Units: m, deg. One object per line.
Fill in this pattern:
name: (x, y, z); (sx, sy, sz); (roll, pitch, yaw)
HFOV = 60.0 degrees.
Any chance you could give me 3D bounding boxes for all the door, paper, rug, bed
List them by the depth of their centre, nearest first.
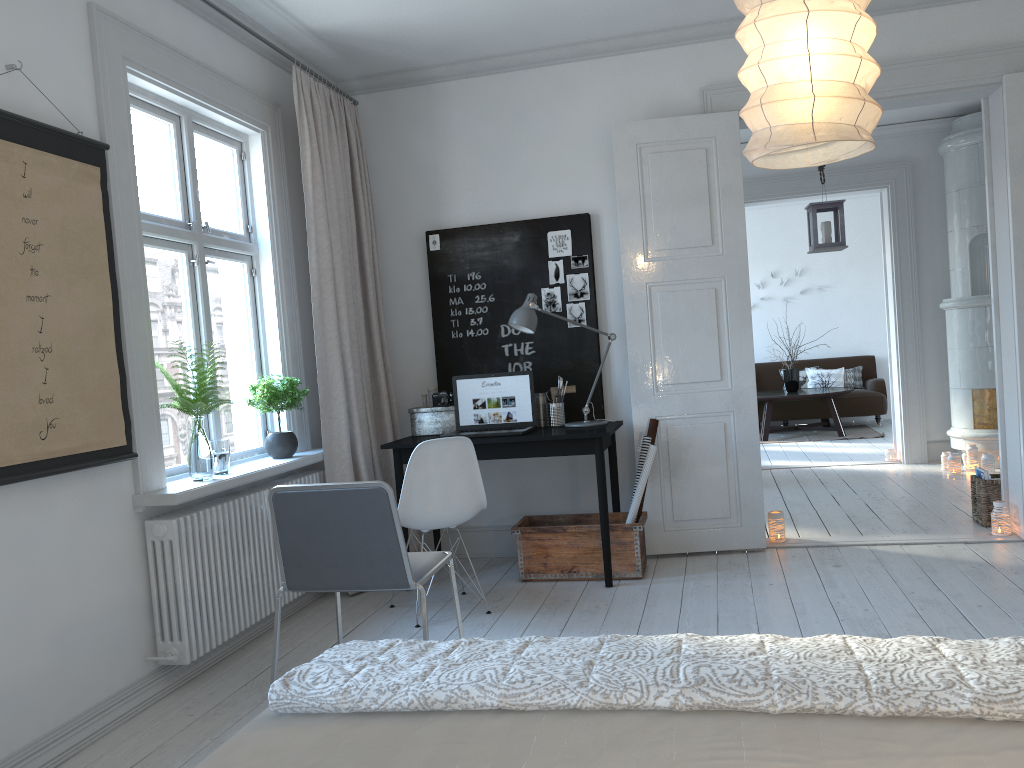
bed: (0.116, 0.591, 0.776); (1.889, 1.047, 2.174); (-4, 2, 13)
paper: (0.632, 0.633, 4.562); (0.283, 0.627, 0.041); (-5, 3, -9)
paper: (0.643, 0.613, 4.619); (0.266, 0.669, 0.043); (-6, 3, -32)
paper: (0.681, 0.565, 4.679); (0.297, 0.747, 0.048); (-6, 3, -32)
door: (1.934, -0.395, 4.747); (2.599, 2.507, 0.577); (-4, 3, 13)
door: (2.601, -0.533, 7.682); (2.599, 2.507, 0.577); (-4, 3, 13)
rug: (3.297, 0.565, 10.280); (1.710, 0.055, 1.454); (-4, 2, 13)

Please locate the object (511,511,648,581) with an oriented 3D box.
object: (0.365, 0.844, 4.605); (0.665, 0.282, 0.339); (-4, 2, 13)

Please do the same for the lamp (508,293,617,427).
lamp: (0.281, -0.128, 4.686); (0.616, 0.716, 0.230); (-5, 3, -16)

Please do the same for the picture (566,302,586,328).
picture: (0.358, -0.386, 4.932); (0.103, 0.136, 0.001); (-4, 3, 13)

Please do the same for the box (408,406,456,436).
box: (-0.403, 0.199, 4.915); (0.317, 0.152, 0.192); (-4, 2, 13)

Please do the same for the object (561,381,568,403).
object: (0.268, 0.106, 4.773); (0.084, 0.240, 0.009); (-5, 3, -10)

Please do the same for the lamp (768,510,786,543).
lamp: (1.475, 0.795, 4.942); (0.089, 0.166, 0.089); (-4, 2, 6)

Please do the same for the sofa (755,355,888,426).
sofa: (3.440, 0.134, 11.002); (2.165, 0.825, 0.967); (-4, 2, 13)

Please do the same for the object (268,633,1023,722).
object: (0.308, 0.514, 1.593); (1.460, 0.104, 0.404); (-4, 2, 13)

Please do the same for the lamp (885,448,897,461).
lamp: (3.255, 0.608, 7.621); (0.093, 0.110, 0.093); (-3, 3, 30)

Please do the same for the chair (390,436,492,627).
chair: (-0.356, 0.643, 4.100); (0.474, 0.825, 0.554); (-5, 3, -22)

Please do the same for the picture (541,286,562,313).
picture: (0.221, -0.469, 4.957); (0.107, 0.150, 0.001); (-4, 3, 13)

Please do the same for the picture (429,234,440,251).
picture: (-0.445, -0.812, 5.088); (0.061, 0.088, 0.004); (-4, 3, 10)

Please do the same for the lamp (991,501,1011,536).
lamp: (2.588, 0.712, 4.695); (0.093, 0.180, 0.092); (-5, 3, -4)

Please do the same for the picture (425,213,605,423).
picture: (0.012, -0.329, 5.045); (0.953, 1.173, 0.063); (-4, 3, 13)

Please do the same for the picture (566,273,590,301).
picture: (0.367, -0.540, 4.920); (0.121, 0.153, 0.002); (-4, 3, 13)

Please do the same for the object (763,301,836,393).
object: (3.304, -0.441, 10.121); (0.845, 1.067, 0.525); (-5, 3, -16)

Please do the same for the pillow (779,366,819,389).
pillow: (3.579, -0.034, 11.030); (0.473, 0.348, 0.158); (-4, 3, 11)

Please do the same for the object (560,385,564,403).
object: (0.259, 0.115, 4.781); (0.009, 0.222, 0.082); (-2, 4, 42)

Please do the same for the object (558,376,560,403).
object: (0.252, 0.091, 4.791); (0.008, 0.268, 0.060); (-3, 3, 30)

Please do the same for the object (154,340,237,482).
object: (-1.287, 0.108, 3.550); (0.304, 0.565, 0.414); (-7, 3, -43)

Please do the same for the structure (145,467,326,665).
structure: (-1.155, 0.742, 3.968); (0.195, 0.547, 1.504); (-4, 2, 13)

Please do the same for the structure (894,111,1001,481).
structure: (3.624, -0.669, 6.884); (1.247, 2.830, 0.800); (-6, 3, -32)

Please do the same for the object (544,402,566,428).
object: (0.234, 0.166, 4.785); (0.108, 0.128, 0.108); (-3, 3, 28)

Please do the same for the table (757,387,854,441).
table: (3.273, 0.342, 10.244); (1.300, 0.503, 1.299); (-4, 2, 3)

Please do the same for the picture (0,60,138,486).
picture: (-1.514, -0.363, 2.818); (0.057, 1.314, 0.792); (-4, 3, 13)

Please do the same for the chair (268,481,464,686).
chair: (-0.493, 0.698, 3.056); (0.562, 0.798, 0.524); (-4, 2, 13)

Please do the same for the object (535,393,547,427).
object: (0.160, 0.145, 4.873); (0.079, 0.188, 0.079); (-5, 3, -8)

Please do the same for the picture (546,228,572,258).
picture: (0.267, -0.785, 4.926); (0.147, 0.154, 0.004); (-4, 3, 13)

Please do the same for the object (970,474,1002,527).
object: (2.777, 0.654, 5.023); (0.270, 0.265, 0.223); (-4, 2, 13)

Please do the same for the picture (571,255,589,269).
picture: (0.375, -0.679, 4.910); (0.095, 0.071, 0.001); (-4, 3, 13)

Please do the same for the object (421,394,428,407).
object: (-0.489, 0.093, 4.970); (0.040, 0.069, 0.040); (-4, 2, 1)

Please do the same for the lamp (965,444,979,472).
lamp: (3.534, 0.569, 6.809); (0.098, 0.210, 0.098); (-4, 3, 17)

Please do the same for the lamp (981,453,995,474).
lamp: (3.523, 0.599, 6.561); (0.089, 0.166, 0.089); (-4, 3, 12)

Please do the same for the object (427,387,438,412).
object: (-0.450, 0.088, 4.894); (0.056, 0.130, 0.167); (-4, 2, 11)

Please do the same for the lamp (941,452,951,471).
lamp: (3.406, 0.607, 6.942); (0.084, 0.146, 0.084); (-4, 3, 17)

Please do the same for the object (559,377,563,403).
object: (0.257, 0.093, 4.790); (0.062, 0.264, 0.012); (-6, 3, -35)

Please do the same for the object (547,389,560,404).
object: (0.222, 0.126, 4.796); (0.081, 0.198, 0.050); (-2, 3, 38)

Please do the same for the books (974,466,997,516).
books: (2.763, 0.622, 5.025); (0.201, 0.300, 0.179); (-4, 3, 13)

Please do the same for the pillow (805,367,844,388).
pillow: (3.846, -0.060, 10.890); (0.471, 0.309, 0.188); (-4, 2, 14)

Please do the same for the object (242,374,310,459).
object: (-1.127, 0.153, 4.256); (0.309, 0.407, 0.271); (-6, 3, -27)

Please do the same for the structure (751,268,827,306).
structure: (3.496, -1.229, 11.376); (1.025, 0.478, 0.085); (-4, 3, 13)

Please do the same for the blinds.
blinds: (-0.801, -0.258, 4.734); (0.225, 2.649, 0.830); (-4, 3, 13)

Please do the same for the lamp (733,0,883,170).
lamp: (0.708, -1.183, 2.204); (0.339, 1.232, 0.340); (-2, 4, 44)

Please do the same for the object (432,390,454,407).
object: (-0.374, 0.080, 4.806); (0.137, 0.087, 0.073); (-4, 2, 13)

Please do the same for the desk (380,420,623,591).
desk: (0.000, 0.632, 4.674); (1.160, 0.759, 0.650); (-4, 2, 13)

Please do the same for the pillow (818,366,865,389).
pillow: (4.067, -0.066, 10.955); (0.542, 0.288, 0.182); (-4, 2, 14)

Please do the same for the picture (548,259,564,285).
picture: (0.247, -0.623, 4.942); (0.083, 0.146, 0.002); (-4, 3, 13)

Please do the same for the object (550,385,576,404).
object: (0.287, 0.118, 4.824); (0.138, 0.209, 0.034); (-5, 3, -7)

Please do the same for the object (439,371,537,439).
object: (-0.129, 0.107, 4.582); (0.446, 0.315, 0.325); (-4, 2, 13)

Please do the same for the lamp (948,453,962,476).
lamp: (3.353, 0.608, 6.717); (0.089, 0.166, 0.089); (-4, 3, 14)

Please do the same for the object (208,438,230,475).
object: (-1.236, 0.308, 3.740); (0.097, 0.146, 0.097); (-4, 3, 19)

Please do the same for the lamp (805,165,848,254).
lamp: (2.082, -1.787, 6.003); (0.228, 1.763, 0.228); (-4, 3, 10)
